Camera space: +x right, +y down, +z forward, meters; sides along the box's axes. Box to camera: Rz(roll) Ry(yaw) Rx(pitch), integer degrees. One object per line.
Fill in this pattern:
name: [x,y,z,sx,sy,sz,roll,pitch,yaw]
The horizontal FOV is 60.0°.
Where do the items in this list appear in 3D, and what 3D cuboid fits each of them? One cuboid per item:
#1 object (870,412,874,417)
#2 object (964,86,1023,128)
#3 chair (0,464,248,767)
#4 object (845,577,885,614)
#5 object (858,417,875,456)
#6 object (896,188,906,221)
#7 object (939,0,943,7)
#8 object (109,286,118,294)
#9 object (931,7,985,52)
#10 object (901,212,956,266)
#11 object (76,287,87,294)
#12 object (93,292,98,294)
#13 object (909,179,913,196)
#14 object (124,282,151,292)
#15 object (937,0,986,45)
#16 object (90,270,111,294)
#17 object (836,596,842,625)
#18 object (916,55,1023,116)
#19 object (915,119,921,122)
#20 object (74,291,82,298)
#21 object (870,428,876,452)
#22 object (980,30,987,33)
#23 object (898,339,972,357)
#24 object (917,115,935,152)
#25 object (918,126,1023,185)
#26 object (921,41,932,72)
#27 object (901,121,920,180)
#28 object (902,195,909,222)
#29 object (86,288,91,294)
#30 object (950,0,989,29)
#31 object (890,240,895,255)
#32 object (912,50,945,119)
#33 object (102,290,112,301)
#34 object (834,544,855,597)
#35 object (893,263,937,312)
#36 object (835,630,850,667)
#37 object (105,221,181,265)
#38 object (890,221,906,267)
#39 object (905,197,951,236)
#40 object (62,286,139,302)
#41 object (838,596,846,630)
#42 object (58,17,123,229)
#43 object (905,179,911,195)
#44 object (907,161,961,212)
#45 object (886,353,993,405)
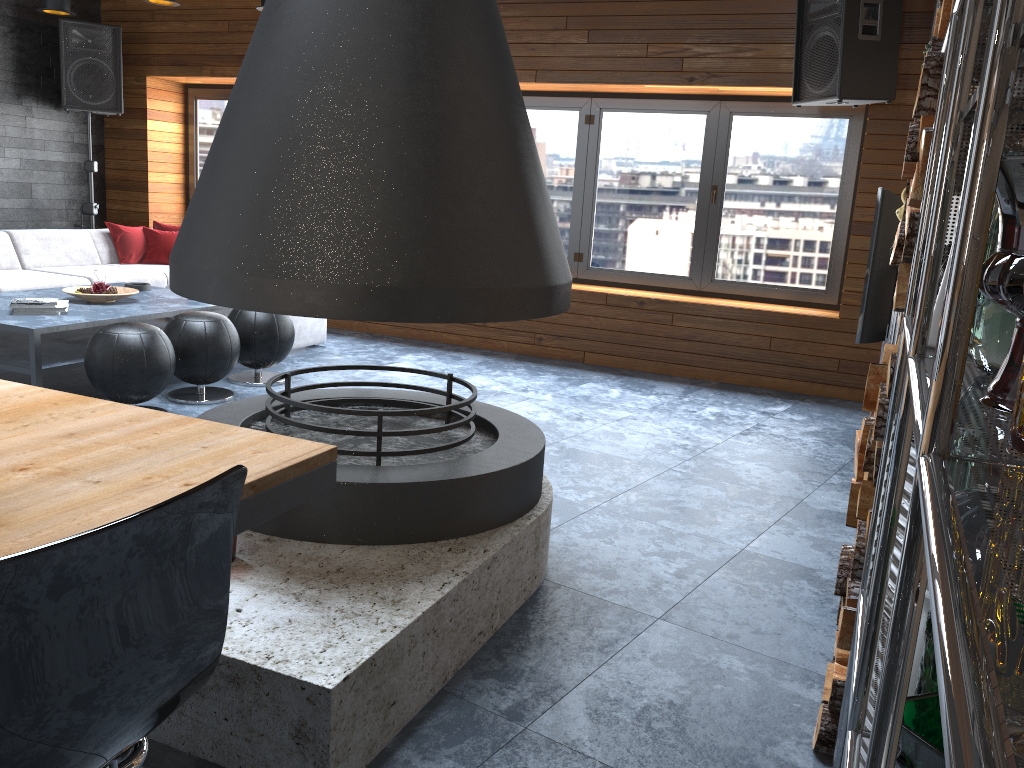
object: [1.064,0.119,2.205,0.331,0.110,0.107,8,13,20]
object: [0.975,-0.516,1.694,0.299,0.119,0.151,9,13,24]
chair: [-0.655,0.501,1.112,0.599,0.824,0.527,9,13,22]
object: [0.917,0.521,2.008,0.309,0.131,0.099,8,13,18]
object: [0.982,0.144,2.052,0.330,0.098,0.107,8,13,18]
object: [1.611,-0.584,3.352,0.325,0.309,0.154,5,12,7]
object: [1.142,-0.902,1.993,0.321,0.109,0.110,9,13,21]
object: [-2.304,-0.531,5.106,0.062,0.062,0.060,0,13,-17]
object: [1.135,-0.808,2.005,0.330,0.105,0.107,9,13,24]
object: [0.928,-0.269,1.702,0.321,0.109,0.110,9,13,22]
object: [-2.429,-0.516,4.995,0.061,0.061,0.064,-5,15,-36]
object: [-2.311,-0.487,4.927,0.042,0.042,0.043,10,13,25]
object: [1.040,-0.394,1.930,0.331,0.110,0.101,9,13,24]
object: [-2.354,-0.610,5.576,0.160,0.040,0.160,4,12,0]
object: [1.119,-0.792,1.906,0.362,0.131,0.154,9,13,21]
object: [-2.337,-0.565,5.028,0.118,0.172,0.106,1,12,-15]
object: [0.991,0.584,2.275,0.286,0.143,0.143,9,13,21]
object: [0.978,-0.592,1.784,0.289,0.121,0.107,9,13,23]
object: [1.078,-0.559,1.948,0.362,0.115,0.098,9,13,21]
object: [-2.400,-0.495,4.910,0.048,0.039,0.039,8,13,18]
object: [0.941,0.132,1.882,0.329,0.107,0.128,9,13,22]
object: [1.056,-0.768,1.798,0.299,0.114,0.135,9,13,24]
object: [1.013,-0.056,1.941,0.312,0.150,0.140,8,13,18]
object: [0.995,-0.511,1.809,0.303,0.090,0.098,9,13,21]
object: [0.941,-0.429,1.686,0.308,0.120,0.098,8,13,17]
object: [1.729,-1.198,3.444,0.255,0.356,0.167,14,16,40]
object: [1.012,-0.491,1.890,0.322,0.128,0.164,9,13,21]
object: [1.061,-0.386,2.058,0.286,0.143,0.143,9,13,21]
object: [-2.423,-0.531,5.072,0.042,0.042,0.044,9,13,21]
object: [1.012,-0.736,1.701,0.303,0.095,0.087,9,13,22]
object: [1.497,-0.476,3.035,0.192,0.221,0.403,-3,14,-30]
object: [1.022,-0.622,1.868,0.312,0.150,0.140,8,13,18]
object: [-2.257,-0.493,4.946,0.061,0.061,0.063,9,13,21]
object: [0.942,0.480,2.106,0.322,0.128,0.164,9,13,21]
object: [0.927,-0.177,1.728,0.330,0.105,0.107,8,13,19]
object: [0.904,0.650,2.014,0.329,0.135,0.095,8,13,18]
object: [-2.840,-1.126,7.171,0.528,0.354,0.742,9,13,22]
object: [1.026,-0.301,1.999,0.312,0.110,0.103,8,13,18]
object: [0.974,-0.321,1.797,0.329,0.135,0.095,8,13,18]
object: [-2.328,-0.502,5.025,0.395,0.061,0.395,7,12,14]
object: [0.940,0.577,2.070,0.330,0.098,0.107,8,13,18]
object: [-3.596,-1.799,7.401,0.639,2.297,0.686,-3,14,-29]
object: [1.072,-0.467,1.999,0.329,0.107,0.128,9,13,22]
object: [0.942,-0.363,1.695,0.331,0.110,0.107,8,13,20]
object: [0.922,-0.013,1.785,0.308,0.107,0.121,8,13,18]
